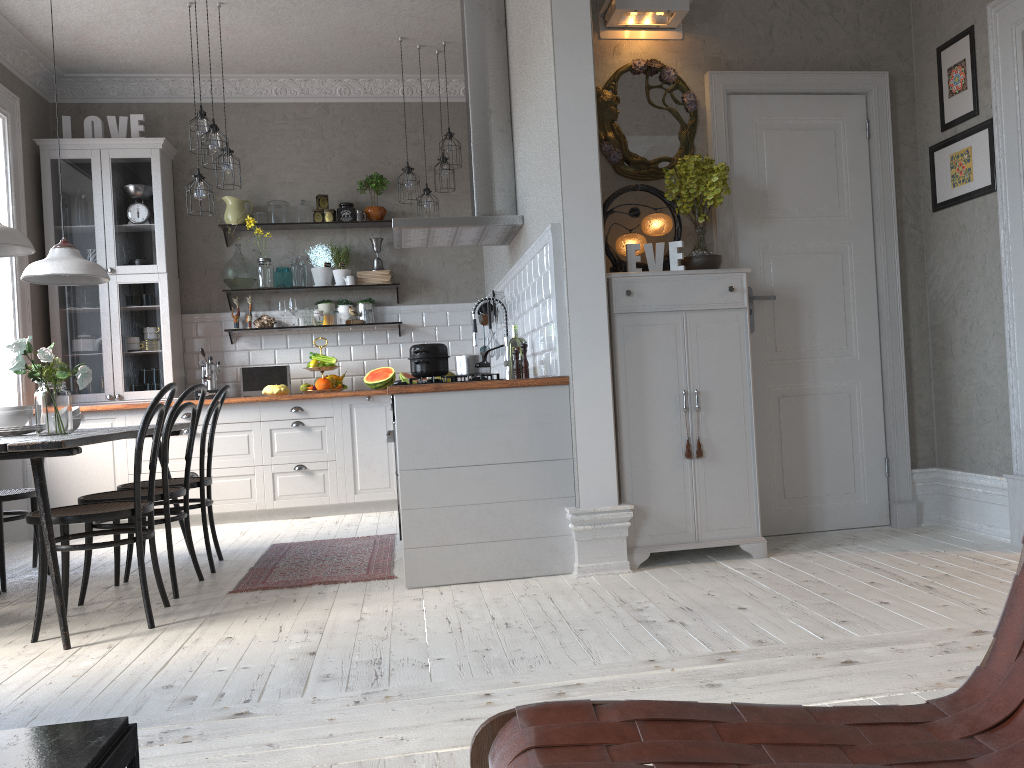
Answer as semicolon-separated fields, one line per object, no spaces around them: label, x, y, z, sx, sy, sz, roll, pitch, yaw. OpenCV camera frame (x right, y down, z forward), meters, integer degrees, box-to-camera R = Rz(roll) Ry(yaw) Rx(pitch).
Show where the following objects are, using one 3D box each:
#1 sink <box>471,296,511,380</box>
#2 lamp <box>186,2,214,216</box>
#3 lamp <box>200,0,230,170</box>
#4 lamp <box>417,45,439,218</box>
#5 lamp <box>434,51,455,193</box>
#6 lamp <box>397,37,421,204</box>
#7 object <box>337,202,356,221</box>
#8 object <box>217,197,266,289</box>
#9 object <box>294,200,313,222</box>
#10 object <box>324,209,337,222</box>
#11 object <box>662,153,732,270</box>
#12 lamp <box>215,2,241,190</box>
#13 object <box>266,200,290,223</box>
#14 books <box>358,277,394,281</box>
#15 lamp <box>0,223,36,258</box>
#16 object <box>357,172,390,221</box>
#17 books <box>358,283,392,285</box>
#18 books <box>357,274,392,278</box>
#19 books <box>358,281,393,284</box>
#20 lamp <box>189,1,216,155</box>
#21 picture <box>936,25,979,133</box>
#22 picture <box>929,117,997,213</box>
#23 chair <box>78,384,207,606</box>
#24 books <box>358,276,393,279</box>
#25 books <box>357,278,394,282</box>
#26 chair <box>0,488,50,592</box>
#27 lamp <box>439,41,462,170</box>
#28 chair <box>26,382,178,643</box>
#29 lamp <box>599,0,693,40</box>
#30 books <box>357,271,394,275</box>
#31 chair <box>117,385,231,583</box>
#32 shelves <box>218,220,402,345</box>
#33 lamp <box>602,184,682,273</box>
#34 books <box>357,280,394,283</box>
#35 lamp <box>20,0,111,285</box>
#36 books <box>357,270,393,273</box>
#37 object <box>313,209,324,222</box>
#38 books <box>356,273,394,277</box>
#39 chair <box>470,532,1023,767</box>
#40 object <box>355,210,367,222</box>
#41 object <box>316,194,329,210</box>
sink;-0.250;-0.111;4.782;0.532;0.720;0.483;-3;0;-8
lamp;-1.969;-1.915;5.467;0.150;1.735;0.143;-3;0;-41
lamp;-1.780;-2.136;5.181;0.143;1.735;0.150;-3;0;39
lamp;-0.644;-2.019;6.339;0.150;1.735;0.144;-3;0;-36
lamp;-0.537;-2.278;6.466;0.144;1.735;0.149;-3;0;34
lamp;-0.763;-2.136;6.186;0.144;1.735;0.149;-3;0;24
object;-1.288;-1.323;6.906;0.143;0.174;0.141;-3;0;-8
object;-2.081;-1.048;6.682;0.341;0.674;0.331;-3;0;-40
object;-1.624;-1.326;6.907;0.137;0.220;0.143;-3;0;41
object;-1.402;-1.287;6.837;0.083;0.113;0.083;-3;0;2
object;0.878;-0.784;4.109;0.292;0.553;0.346;-3;0;26
lamp;-1.803;-2.083;5.492;0.149;1.735;0.144;-3;0;-21
object;-1.789;-1.300;6.784;0.169;0.184;0.175;-3;0;31
books;-1.067;-0.815;6.923;0.262;0.011;0.157;-3;0;-3
lamp;-2.081;-1.430;3.367;0.372;1.858;0.386;-3;0;29
object;-1.057;-1.448;6.899;0.258;0.397;0.244;-3;0;16
books;-1.064;-0.771;6.923;0.262;0.011;0.157;-3;0;-6
books;-1.068;-0.837;6.923;0.262;0.011;0.157;-3;0;-3
books;-1.065;-0.783;6.923;0.262;0.011;0.157;-3;0;-3
lamp;-1.902;-2.259;5.322;0.149;1.735;0.144;-3;0;-21
picture;2.116;-1.444;4.212;0.012;0.416;0.280;-3;0;-7
picture;2.139;-1.029;4.214;0.014;0.331;0.486;-3;0;-7
chair;-1.635;0.473;3.951;0.550;0.920;0.437;-3;0;-1
books;-1.067;-0.826;6.923;0.262;0.011;0.157;-3;0;-6
books;-1.066;-0.804;6.923;0.261;0.016;0.158;-3;0;0
chair;-2.604;0.529;4.318;0.548;0.920;0.439;-3;0;4
lamp;-0.482;-2.410;6.306;0.150;1.735;0.143;-3;0;-36
chair;-1.566;0.467;3.425;0.554;0.920;0.434;-3;0;-11
lamp;0.640;-1.766;4.207;0.418;0.171;0.218;-3;0;-9
books;-1.069;-0.858;6.923;0.261;0.016;0.158;-3;0;0
chair;-1.675;0.477;4.432;0.554;0.920;0.434;-3;0;-11
shelves;-1.532;-0.768;6.840;1.325;0.923;0.227;-3;0;-9
lamp;0.598;-0.653;4.140;0.450;0.558;0.171;-3;0;-1
books;-1.065;-0.794;6.923;0.260;0.016;0.158;-3;0;4
lamp;-2.189;-1.421;4.249;0.380;1.858;0.379;-3;0;-1
books;-1.070;-0.869;6.923;0.262;0.011;0.157;-3;0;-3
object;-1.489;-1.282;6.826;0.083;0.113;0.082;-3;0;-8
books;-1.068;-0.848;6.923;0.260;0.016;0.158;-3;0;4
chair;0.474;0.443;1.052;1.024;0.721;0.504;-3;0;-9
object;-1.163;-1.292;6.827;0.094;0.096;0.074;-3;0;-8
object;-1.460;-1.395;6.820;0.084;0.113;0.081;-3;0;-28
